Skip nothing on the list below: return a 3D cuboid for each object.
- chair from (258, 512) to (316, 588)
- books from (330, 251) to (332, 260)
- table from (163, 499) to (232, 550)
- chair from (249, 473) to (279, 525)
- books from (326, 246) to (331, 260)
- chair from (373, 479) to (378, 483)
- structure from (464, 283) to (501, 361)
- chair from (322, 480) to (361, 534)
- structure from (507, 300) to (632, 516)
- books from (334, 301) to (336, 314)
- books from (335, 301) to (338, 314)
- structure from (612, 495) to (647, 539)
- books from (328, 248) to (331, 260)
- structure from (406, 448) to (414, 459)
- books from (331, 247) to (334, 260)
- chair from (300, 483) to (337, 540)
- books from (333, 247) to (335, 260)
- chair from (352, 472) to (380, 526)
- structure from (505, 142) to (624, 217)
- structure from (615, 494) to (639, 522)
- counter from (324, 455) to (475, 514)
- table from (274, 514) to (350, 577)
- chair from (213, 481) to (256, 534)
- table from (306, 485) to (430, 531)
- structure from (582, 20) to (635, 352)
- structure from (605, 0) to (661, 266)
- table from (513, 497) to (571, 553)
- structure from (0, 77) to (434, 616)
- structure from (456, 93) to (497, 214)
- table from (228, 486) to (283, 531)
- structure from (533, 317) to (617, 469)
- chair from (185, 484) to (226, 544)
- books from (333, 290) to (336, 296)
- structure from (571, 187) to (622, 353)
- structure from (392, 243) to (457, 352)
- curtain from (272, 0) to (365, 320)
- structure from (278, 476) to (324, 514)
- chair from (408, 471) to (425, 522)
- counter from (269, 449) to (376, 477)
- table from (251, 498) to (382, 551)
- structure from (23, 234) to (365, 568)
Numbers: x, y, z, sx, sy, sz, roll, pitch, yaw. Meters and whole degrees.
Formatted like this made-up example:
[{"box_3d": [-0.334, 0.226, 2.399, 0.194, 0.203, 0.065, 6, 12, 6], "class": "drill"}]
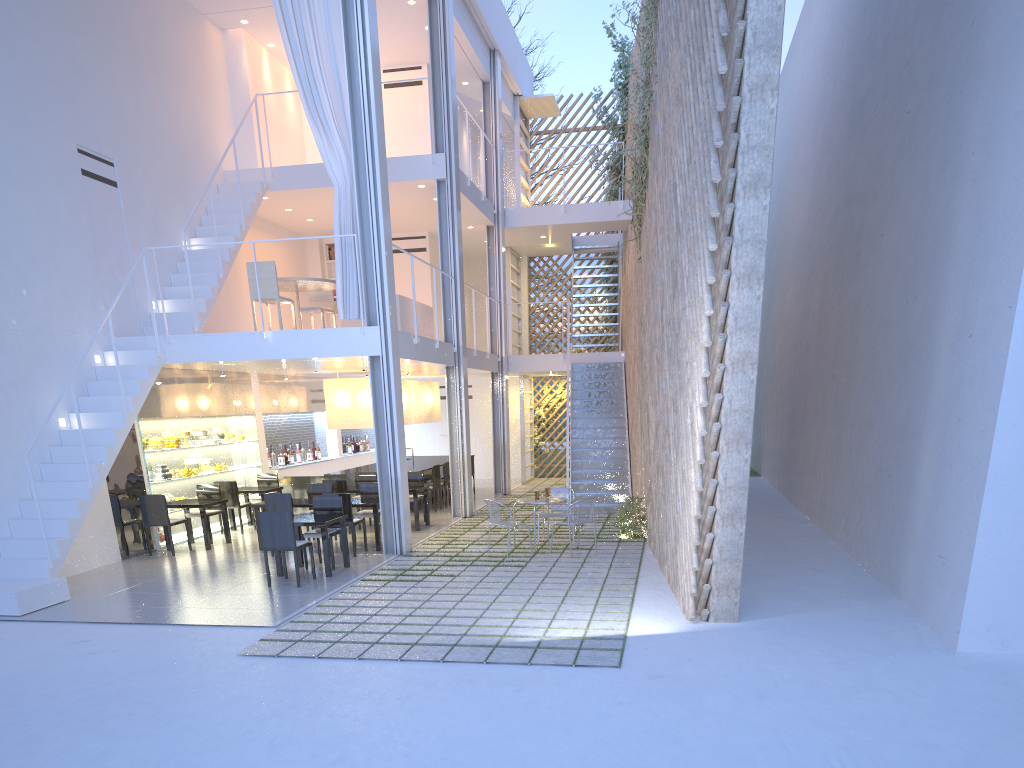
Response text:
[{"box_3d": [-1.259, 0.918, 4.636, 0.192, 0.474, 0.216, 2, 15, 10], "class": "chair"}, {"box_3d": [-1.872, -1.331, 8.571, 0.021, 0.107, 0.057, 2, 14, 11], "class": "books"}, {"box_3d": [-2.303, 1.023, 6.005, 0.359, 0.359, 0.325, 0, 10, 10], "class": "table"}, {"box_3d": [-2.137, 0.995, 7.100, 0.192, 0.474, 0.216, 2, 15, 10], "class": "chair"}, {"box_3d": [-1.900, -1.353, 8.556, 0.015, 0.153, 0.081, 2, 14, 11], "class": "books"}, {"box_3d": [-0.936, 0.949, 6.423, 0.192, 0.474, 0.216, 2, 15, 10], "class": "chair"}, {"box_3d": [-0.287, -0.541, 7.570, 0.028, 0.591, 1.596, 2, 2, 11], "class": "structure"}, {"box_3d": [-1.339, 0.961, 6.495, 0.192, 0.474, 0.216, 2, 15, 10], "class": "chair"}, {"box_3d": [0.498, 0.164, 7.787, 1.185, 2.115, 1.807, 0, 10, 4], "class": "structure"}, {"box_3d": [-1.867, -0.806, 8.728, 0.015, 0.139, 0.087, 2, 13, 11], "class": "books"}, {"box_3d": [-1.848, -0.807, 8.724, 0.007, 0.139, 0.088, 2, 13, 11], "class": "books"}, {"box_3d": [0.859, 0.959, 5.927, 0.295, 0.349, 0.291, -2, 10, -4], "class": "structure"}, {"box_3d": [-1.889, -1.344, 8.554, 0.006, 0.133, 0.087, 2, 13, 11], "class": "books"}, {"box_3d": [-1.149, 0.772, 9.131, 0.112, 0.134, 0.031, 0, 17, 10], "class": "structure"}, {"box_3d": [-1.852, -1.348, 8.558, 0.021, 0.141, 0.064, 2, 15, 11], "class": "books"}, {"box_3d": [-1.433, 0.953, 6.020, 0.192, 0.474, 0.216, 2, 15, 10], "class": "chair"}, {"box_3d": [-1.831, -1.349, 8.554, 0.021, 0.141, 0.064, 2, 15, 11], "class": "books"}, {"box_3d": [-1.255, 0.968, 6.927, 0.192, 0.474, 0.216, 2, 15, 10], "class": "chair"}, {"box_3d": [0.498, -1.960, 7.913, 1.139, 0.616, 0.024, -1, 18, 10], "class": "structure"}, {"box_3d": [0.959, 1.005, 6.539, 0.265, 0.282, 0.244, 2, 10, 18], "class": "structure"}, {"box_3d": [-1.055, 1.019, 8.533, 0.815, 0.400, 2.364, -1, -1, 11], "class": "counter"}, {"box_3d": [-1.209, 0.972, 4.964, 0.359, 0.359, 0.325, 0, 10, 10], "class": "table"}, {"box_3d": [-2.229, 0.987, 6.636, 0.192, 0.474, 0.216, 2, 15, 10], "class": "chair"}, {"box_3d": [-1.153, 1.009, 6.690, 0.915, 0.358, 0.325, -1, 9, 10], "class": "table"}, {"box_3d": [1.354, -1.541, 10.501, 1.117, 4.884, 3.025, 1, 13, 9], "class": "structure"}, {"box_3d": [1.034, -2.037, 5.565, 0.744, 2.937, 2.164, -1, 11, 2], "class": "structure"}, {"box_3d": [0.201, 0.948, 5.571, 0.342, 0.361, 0.328, -6, 11, -27], "class": "table"}, {"box_3d": [-1.756, -0.550, 5.134, 1.728, 3.572, 3.386, 2, 9, 11], "class": "structure"}, {"box_3d": [-0.319, -1.959, 7.102, 0.028, 0.591, 1.596, 2, 2, 11], "class": "structure"}, {"box_3d": [-2.134, 1.038, 6.866, 0.359, 0.359, 0.325, 0, 10, 10], "class": "table"}, {"box_3d": [0.718, 0.193, 10.381, 1.143, 2.159, 0.262, 1, 18, 9], "class": "structure"}, {"box_3d": [-2.316, 0.980, 6.192, 0.192, 0.474, 0.216, 2, 15, 10], "class": "chair"}, {"box_3d": [-1.855, -0.983, 8.668, 0.021, 0.133, 0.084, 2, 13, 11], "class": "books"}, {"box_3d": [0.933, -1.267, 9.115, 0.537, 2.035, 1.148, 0, 13, 5], "class": "structure"}, {"box_3d": [-0.621, -0.570, 5.869, 0.028, 0.591, 1.594, 2, 2, 11], "class": "structure"}, {"box_3d": [-1.157, -1.640, 4.771, 0.516, 2.615, 0.087, 1, 18, 6], "class": "curtain"}, {"box_3d": [-1.956, 1.026, 7.503, 0.556, 0.401, 0.011, -1, 18, 10], "class": "structure"}, {"box_3d": [-0.851, 0.956, 6.855, 0.192, 0.474, 0.216, 2, 15, 10], "class": "chair"}, {"box_3d": [-1.913, 1.035, 9.284, 0.232, 0.462, 3.412, 2, 0, 11], "class": "counter"}, {"box_3d": [-1.322, 0.994, 5.830, 0.915, 0.358, 0.325, -1, 9, 10], "class": "table"}, {"box_3d": [-1.696, 0.051, 4.625, 1.365, 1.934, 1.324, 1, 12, 10], "class": "structure"}]
